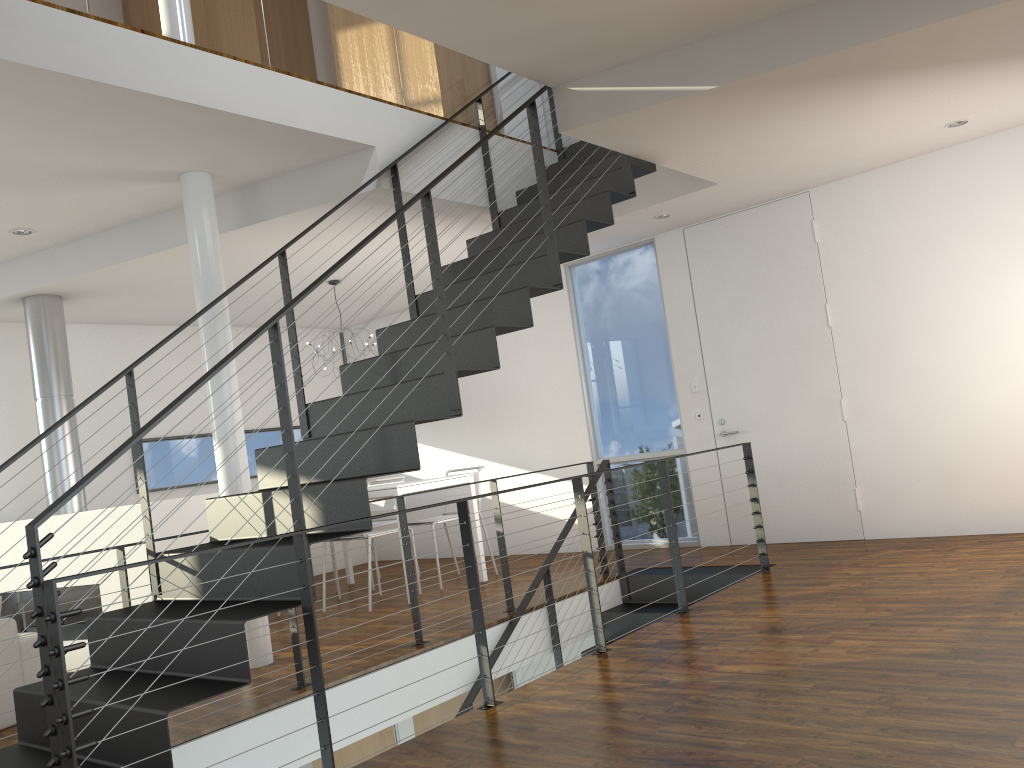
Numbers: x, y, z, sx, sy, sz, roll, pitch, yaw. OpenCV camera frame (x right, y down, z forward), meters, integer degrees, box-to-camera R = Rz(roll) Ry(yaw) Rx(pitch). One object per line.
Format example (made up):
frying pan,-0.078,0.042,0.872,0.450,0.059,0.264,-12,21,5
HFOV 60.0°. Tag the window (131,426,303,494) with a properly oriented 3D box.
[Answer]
window,-2.247,0.599,7.459,0.165,0.407,2.022,-10,-5,39

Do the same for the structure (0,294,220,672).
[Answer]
structure,-3.055,0.589,5.461,2.754,2.203,0.750,-10,-3,23

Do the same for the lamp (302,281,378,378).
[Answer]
lamp,-1.195,-0.362,6.224,0.618,0.725,0.591,-6,-4,-29

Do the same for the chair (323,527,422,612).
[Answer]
chair,-0.952,1.028,5.681,0.429,0.764,0.555,-10,-4,35

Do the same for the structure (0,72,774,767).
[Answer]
structure,-0.182,0.690,3.809,1.096,6.289,4.357,-10,-4,39

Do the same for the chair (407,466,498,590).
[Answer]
chair,-0.453,0.995,6.195,0.554,0.764,0.429,-5,-4,-44

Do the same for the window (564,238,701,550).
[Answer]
window,0.900,0.110,6.502,0.838,2.209,0.115,-10,-4,39

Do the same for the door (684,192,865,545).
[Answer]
door,1.657,-0.055,5.753,0.883,2.182,0.077,-10,-4,39

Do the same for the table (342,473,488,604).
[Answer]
table,-0.965,1.074,6.092,1.403,0.719,0.699,-11,-5,39

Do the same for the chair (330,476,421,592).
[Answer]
chair,-1.033,1.109,6.625,0.429,0.764,0.555,-10,-4,34

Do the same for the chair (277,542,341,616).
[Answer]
chair,-1.547,1.138,6.024,0.554,0.764,0.429,-5,-4,-45

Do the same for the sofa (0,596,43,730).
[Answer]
sofa,-2.709,1.204,3.351,0.804,0.565,1.610,-10,-4,24
